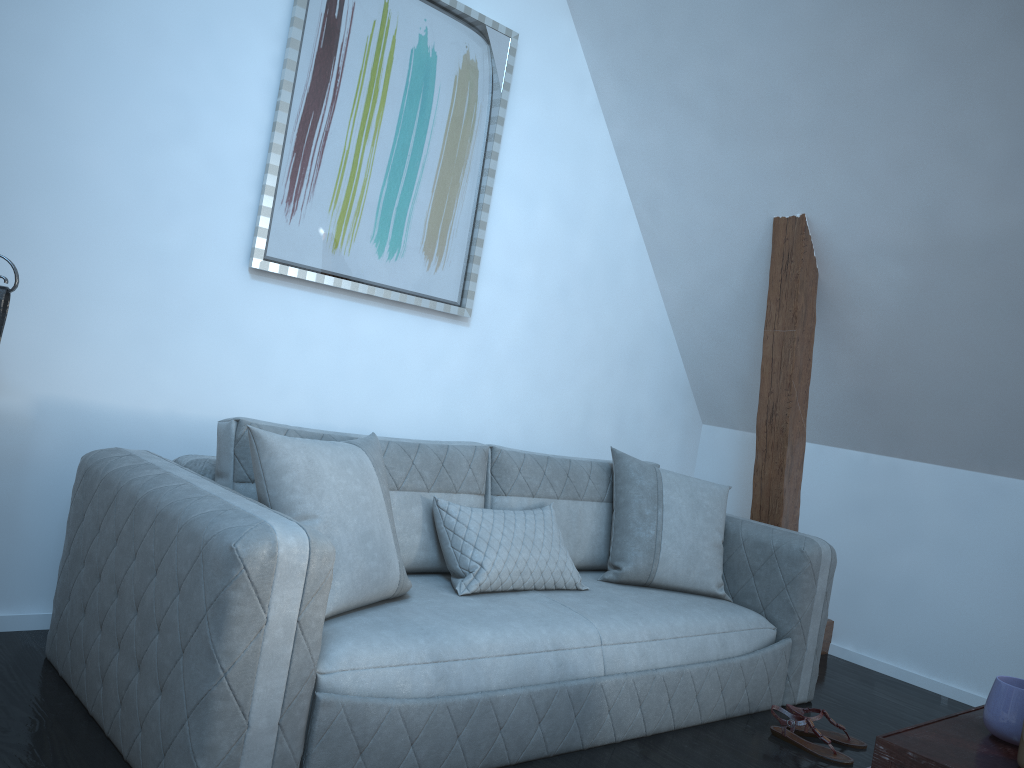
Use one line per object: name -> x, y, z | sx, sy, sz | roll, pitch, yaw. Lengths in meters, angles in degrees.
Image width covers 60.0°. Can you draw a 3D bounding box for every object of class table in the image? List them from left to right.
table -> 1.065, 0.925, 1.656 | 0.962, 0.492, 0.471 | 10, 0, -42

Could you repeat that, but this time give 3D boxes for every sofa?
sofa -> -0.037, 0.605, 2.940 | 2.458, 0.770, 1.107 | 10, 0, -42

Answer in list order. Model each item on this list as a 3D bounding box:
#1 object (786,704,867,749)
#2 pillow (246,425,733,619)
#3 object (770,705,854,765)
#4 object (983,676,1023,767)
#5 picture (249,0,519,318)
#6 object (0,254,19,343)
object -> 1.042, 1.130, 2.948 | 0.277, 0.090, 0.101 | 10, 0, 5
pillow -> 0.071, 0.444, 2.881 | 2.075, 0.515, 0.444 | 10, 0, -42
object -> 0.948, 1.113, 2.819 | 0.277, 0.090, 0.101 | 9, 0, 37
object -> 1.008, 0.601, 1.609 | 0.413, 0.138, 0.215 | 10, 0, -30
picture -> -0.434, -0.919, 3.333 | 0.965, 1.185, 0.025 | 10, 0, -42
object -> -1.486, 0.119, 2.173 | 0.376, 1.245, 0.376 | 10, 0, 29
